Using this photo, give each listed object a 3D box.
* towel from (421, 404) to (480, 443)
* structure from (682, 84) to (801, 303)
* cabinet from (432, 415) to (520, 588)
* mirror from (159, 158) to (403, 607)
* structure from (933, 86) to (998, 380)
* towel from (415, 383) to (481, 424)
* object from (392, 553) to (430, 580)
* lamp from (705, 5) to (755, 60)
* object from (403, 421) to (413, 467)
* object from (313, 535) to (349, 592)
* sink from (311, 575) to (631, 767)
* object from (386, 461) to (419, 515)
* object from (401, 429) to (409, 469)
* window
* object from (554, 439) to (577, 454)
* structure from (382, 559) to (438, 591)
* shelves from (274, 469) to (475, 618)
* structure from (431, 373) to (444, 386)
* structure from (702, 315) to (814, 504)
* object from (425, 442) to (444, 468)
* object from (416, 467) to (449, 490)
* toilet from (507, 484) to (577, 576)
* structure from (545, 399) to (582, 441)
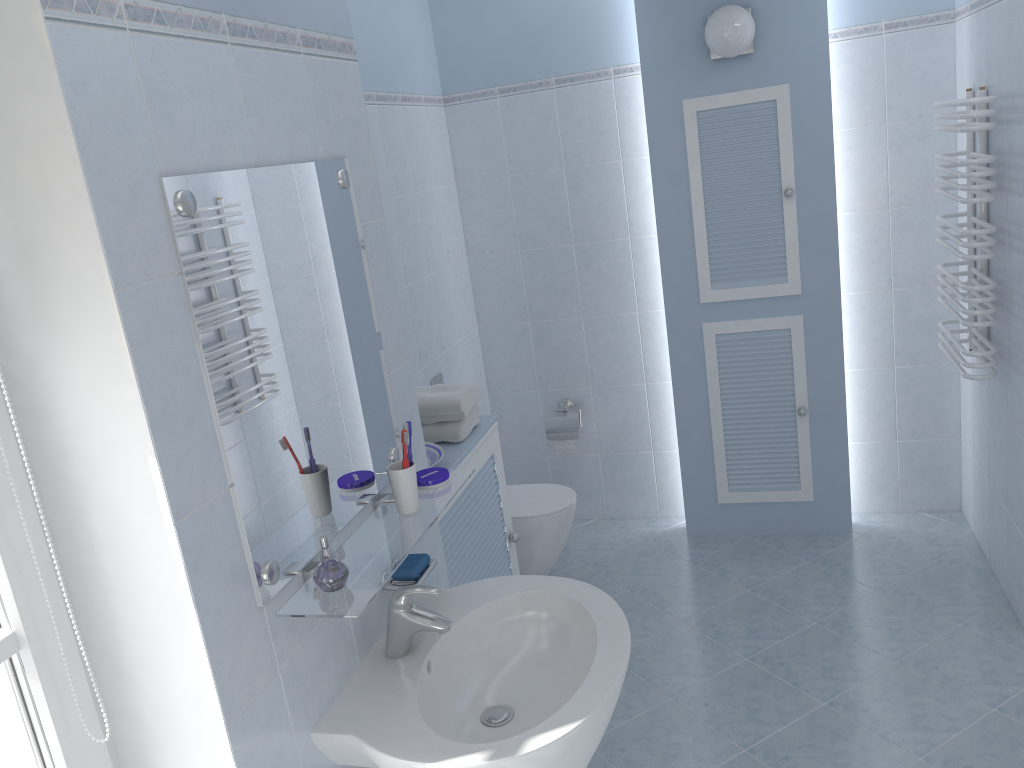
[{"bbox_3d":[-0.284,0.129,2.872,0.324,0.083,0.226,-4,15,16],"label":"towel"},{"bbox_3d":[0.914,-0.734,3.514,0.400,0.813,0.041,-4,15,16],"label":"structure"},{"bbox_3d":[-0.247,0.670,2.791,0.389,0.921,0.819,-4,15,16],"label":"cabinet"},{"bbox_3d":[-0.368,-0.054,1.629,0.012,0.680,0.620,-4,15,16],"label":"mirror"},{"bbox_3d":[1.570,-0.519,3.045,0.138,0.950,0.524,-4,15,16],"label":"structure"},{"bbox_3d":[-0.279,0.059,2.852,0.324,0.086,0.227,-4,15,16],"label":"towel"},{"bbox_3d":[-0.213,0.387,1.878,0.060,0.027,0.090,-3,15,19],"label":"object"},{"bbox_3d":[0.805,-1.301,3.277,0.180,0.180,0.216,-4,15,16],"label":"lamp"},{"bbox_3d":[-0.208,0.164,1.757,0.012,0.175,0.054,5,19,41],"label":"object"},{"bbox_3d":[-0.306,0.297,1.479,0.059,0.094,0.059,-11,15,-11],"label":"object"},{"bbox_3d":[-0.025,0.616,1.740,0.533,0.489,0.634,-4,15,16],"label":"sink"},{"bbox_3d":[-0.212,0.208,1.757,0.058,0.100,0.058,-2,16,23],"label":"object"},{"bbox_3d":[-0.201,0.171,1.722,0.012,0.178,0.050,-18,17,-33],"label":"object"},{"bbox_3d":[-0.804,0.315,0.848,0.142,2.067,0.963,-4,15,16],"label":"window"},{"bbox_3d":[0.251,0.242,4.119,0.098,0.151,0.090,-4,15,16],"label":"object"},{"bbox_3d":[-0.220,0.405,1.885,0.092,0.034,0.124,-4,15,16],"label":"structure"},{"bbox_3d":[-0.240,0.297,1.701,0.170,0.045,0.620,-4,15,16],"label":"shelves"},{"bbox_3d":[-0.295,0.066,3.641,0.010,0.200,0.120,-4,15,16],"label":"structure"},{"bbox_3d":[1.040,0.128,3.739,0.400,0.813,0.041,-4,15,16],"label":"structure"},{"bbox_3d":[-0.360,0.246,2.529,0.344,0.054,0.344,-11,15,-9],"label":"object"},{"bbox_3d":[-0.176,0.204,1.911,0.083,0.020,0.083,-2,16,24],"label":"object"},{"bbox_3d":[0.038,0.665,3.732,0.519,0.388,0.337,-4,15,16],"label":"toilet"},{"bbox_3d":[0.240,0.166,4.125,0.170,0.151,0.154,-4,15,16],"label":"structure"}]
